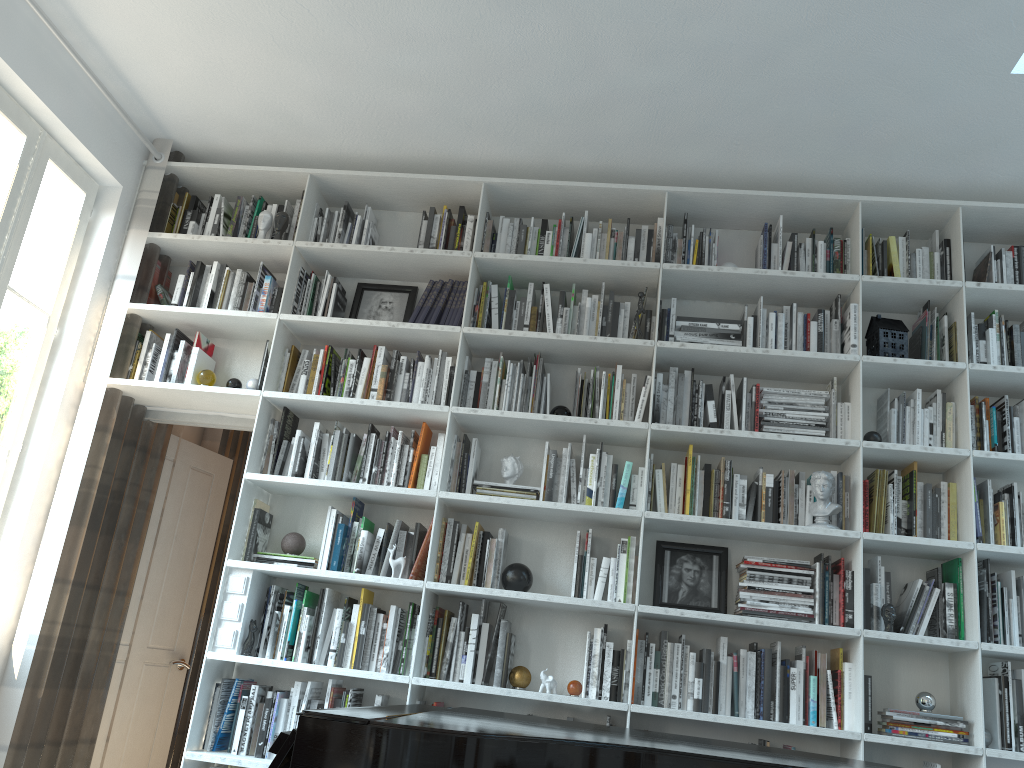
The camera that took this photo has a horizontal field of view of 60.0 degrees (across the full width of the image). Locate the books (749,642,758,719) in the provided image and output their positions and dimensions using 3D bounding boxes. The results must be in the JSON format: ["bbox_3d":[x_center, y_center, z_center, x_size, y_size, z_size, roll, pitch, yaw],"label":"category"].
[{"bbox_3d":[0.951,1.174,3.512,0.014,0.285,0.135,5,-18,7],"label":"books"}]

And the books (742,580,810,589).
[{"bbox_3d":[1.065,0.825,3.605,0.254,0.012,0.161,4,-19,10],"label":"books"}]

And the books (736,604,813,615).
[{"bbox_3d":[1.053,0.913,3.571,0.285,0.012,0.160,3,-19,12],"label":"books"}]

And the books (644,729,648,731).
[{"bbox_3d":[0.502,1.468,3.374,0.012,0.283,0.138,5,-18,7],"label":"books"}]

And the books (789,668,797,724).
[{"bbox_3d":[1.081,1.216,3.459,0.023,0.203,0.168,5,-18,7],"label":"books"}]

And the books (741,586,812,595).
[{"bbox_3d":[1.062,0.846,3.594,0.254,0.012,0.161,6,-19,3],"label":"books"}]

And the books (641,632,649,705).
[{"bbox_3d":[0.529,1.141,3.551,0.011,0.274,0.146,5,-18,7],"label":"books"}]

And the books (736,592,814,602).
[{"bbox_3d":[1.060,0.871,3.593,0.285,0.012,0.160,4,-19,9],"label":"books"}]

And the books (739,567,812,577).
[{"bbox_3d":[1.071,0.778,3.618,0.254,0.012,0.161,6,-19,4],"label":"books"}]

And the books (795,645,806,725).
[{"bbox_3d":[1.129,1.181,3.479,0.014,0.292,0.138,5,-18,7],"label":"books"}]

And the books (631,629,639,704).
[{"bbox_3d":[0.490,1.136,3.567,0.012,0.284,0.160,5,-18,7],"label":"books"}]

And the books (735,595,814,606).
[{"bbox_3d":[1.058,0.883,3.591,0.285,0.012,0.160,4,-19,8],"label":"books"}]

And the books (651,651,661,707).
[{"bbox_3d":[0.570,1.176,3.536,0.024,0.207,0.170,5,-18,7],"label":"books"}]

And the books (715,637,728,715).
[{"bbox_3d":[0.826,1.157,3.516,0.026,0.290,0.152,5,-18,7],"label":"books"}]

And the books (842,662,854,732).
[{"bbox_3d":[1.284,1.209,3.432,0.033,0.245,0.177,5,-18,7],"label":"books"}]

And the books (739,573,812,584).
[{"bbox_3d":[1.068,0.801,3.611,0.254,0.012,0.161,6,-19,4],"label":"books"}]

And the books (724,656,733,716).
[{"bbox_3d":[0.847,1.196,3.510,0.025,0.219,0.140,5,-18,7],"label":"books"}]

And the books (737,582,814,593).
[{"bbox_3d":[1.063,0.835,3.597,0.285,0.012,0.160,3,-19,12],"label":"books"}]

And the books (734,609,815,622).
[{"bbox_3d":[1.050,0.936,3.564,0.285,0.012,0.160,6,-19,3],"label":"books"}]

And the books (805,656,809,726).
[{"bbox_3d":[1.142,1.202,3.478,0.014,0.255,0.145,5,-18,7],"label":"books"}]

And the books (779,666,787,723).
[{"bbox_3d":[1.044,1.212,3.466,0.024,0.206,0.184,5,-18,7],"label":"books"}]

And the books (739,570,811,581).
[{"bbox_3d":[1.069,0.790,3.617,0.254,0.012,0.161,6,-19,5],"label":"books"}]

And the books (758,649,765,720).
[{"bbox_3d":[0.971,1.182,3.489,0.010,0.260,0.182,5,-18,7],"label":"books"}]

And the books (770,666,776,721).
[{"bbox_3d":[1.011,1.215,3.481,0.021,0.202,0.129,5,-18,7],"label":"books"}]

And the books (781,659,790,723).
[{"bbox_3d":[1.066,1.204,3.478,0.014,0.234,0.154,5,-18,7],"label":"books"}]

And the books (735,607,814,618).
[{"bbox_3d":[1.053,0.928,3.577,0.285,0.012,0.160,5,-19,6],"label":"books"}]

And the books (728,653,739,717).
[{"bbox_3d":[0.874,1.187,3.502,0.031,0.236,0.159,5,-18,7],"label":"books"}]

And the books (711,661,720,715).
[{"bbox_3d":[0.794,1.196,3.492,0.023,0.196,0.165,5,-18,7],"label":"books"}]

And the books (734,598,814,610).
[{"bbox_3d":[1.057,0.895,3.590,0.285,0.012,0.160,5,-19,7],"label":"books"}]

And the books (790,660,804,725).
[{"bbox_3d":[1.106,1.203,3.461,0.023,0.233,0.175,5,-18,7],"label":"books"}]

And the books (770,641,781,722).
[{"bbox_3d":[1.032,1.169,3.484,0.012,0.295,0.178,5,-18,7],"label":"books"}]

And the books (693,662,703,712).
[{"bbox_3d":[0.726,1.195,3.494,0.029,0.183,0.175,5,-18,7],"label":"books"}]

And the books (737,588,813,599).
[{"bbox_3d":[1.060,0.857,3.590,0.285,0.012,0.160,3,-19,12],"label":"books"}]

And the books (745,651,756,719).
[{"bbox_3d":[0.926,1.184,3.485,0.026,0.244,0.192,5,-18,7],"label":"books"}]

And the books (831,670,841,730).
[{"bbox_3d":[1.250,1.223,3.436,0.011,0.215,0.166,5,-18,7],"label":"books"}]

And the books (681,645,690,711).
[{"bbox_3d":[0.684,1.171,3.535,0.021,0.243,0.142,5,-18,7],"label":"books"}]

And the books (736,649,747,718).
[{"bbox_3d":[0.904,1.186,3.516,0.025,0.253,0.137,5,-18,7],"label":"books"}]

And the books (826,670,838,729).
[{"bbox_3d":[1.224,1.222,3.438,0.042,0.211,0.169,5,-18,7],"label":"books"}]

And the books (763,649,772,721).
[{"bbox_3d":[0.989,1.180,3.480,0.028,0.263,0.162,5,-18,7],"label":"books"}]

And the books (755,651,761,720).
[{"bbox_3d":[0.961,1.189,3.499,0.011,0.251,0.159,5,-18,7],"label":"books"}]

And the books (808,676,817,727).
[{"bbox_3d":[1.153,1.230,3.442,0.023,0.182,0.169,5,-18,7],"label":"books"}]

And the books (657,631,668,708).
[{"bbox_3d":[0.601,1.145,3.561,0.027,0.289,0.141,5,-18,7],"label":"books"}]

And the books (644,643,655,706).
[{"bbox_3d":[0.545,1.158,3.532,0.027,0.233,0.168,5,-18,7],"label":"books"}]

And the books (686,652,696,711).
[{"bbox_3d":[0.703,1.178,3.507,0.023,0.216,0.175,5,-18,7],"label":"books"}]

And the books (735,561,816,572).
[{"bbox_3d":[1.073,0.755,3.623,0.285,0.012,0.160,6,-19,3],"label":"books"}]

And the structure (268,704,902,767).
[{"bbox_3d":[0.197,1.355,2.326,1.918,0.830,1.339,5,-19,7],"label":"structure"}]

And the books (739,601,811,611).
[{"bbox_3d":[1.055,0.902,3.576,0.254,0.012,0.161,6,-19,3],"label":"books"}]

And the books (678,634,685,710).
[{"bbox_3d":[0.668,1.146,3.526,0.013,0.281,0.167,5,-18,7],"label":"books"}]

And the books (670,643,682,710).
[{"bbox_3d":[0.647,1.163,3.526,0.027,0.245,0.180,5,-18,7],"label":"books"}]

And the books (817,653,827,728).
[{"bbox_3d":[1.194,1.195,3.462,0.026,0.271,0.175,5,-18,7],"label":"books"}]

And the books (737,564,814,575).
[{"bbox_3d":[1.072,0.768,3.626,0.285,0.012,0.160,4,-19,9],"label":"books"}]

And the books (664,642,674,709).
[{"bbox_3d":[0.623,1.166,3.546,0.024,0.246,0.132,5,-18,7],"label":"books"}]

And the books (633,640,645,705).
[{"bbox_3d":[0.508,1.156,3.555,0.029,0.243,0.154,5,-18,7],"label":"books"}]

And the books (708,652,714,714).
[{"bbox_3d":[0.780,1.182,3.511,0.013,0.229,0.139,5,-18,7],"label":"books"}]

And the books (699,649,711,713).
[{"bbox_3d":[0.758,1.174,3.506,0.029,0.237,0.166,5,-18,7],"label":"books"}]

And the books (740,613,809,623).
[{"bbox_3d":[1.050,0.949,3.567,0.254,0.012,0.161,4,-19,9],"label":"books"}]

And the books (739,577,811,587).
[{"bbox_3d":[1.066,0.813,3.609,0.254,0.012,0.161,6,-19,5],"label":"books"}]
